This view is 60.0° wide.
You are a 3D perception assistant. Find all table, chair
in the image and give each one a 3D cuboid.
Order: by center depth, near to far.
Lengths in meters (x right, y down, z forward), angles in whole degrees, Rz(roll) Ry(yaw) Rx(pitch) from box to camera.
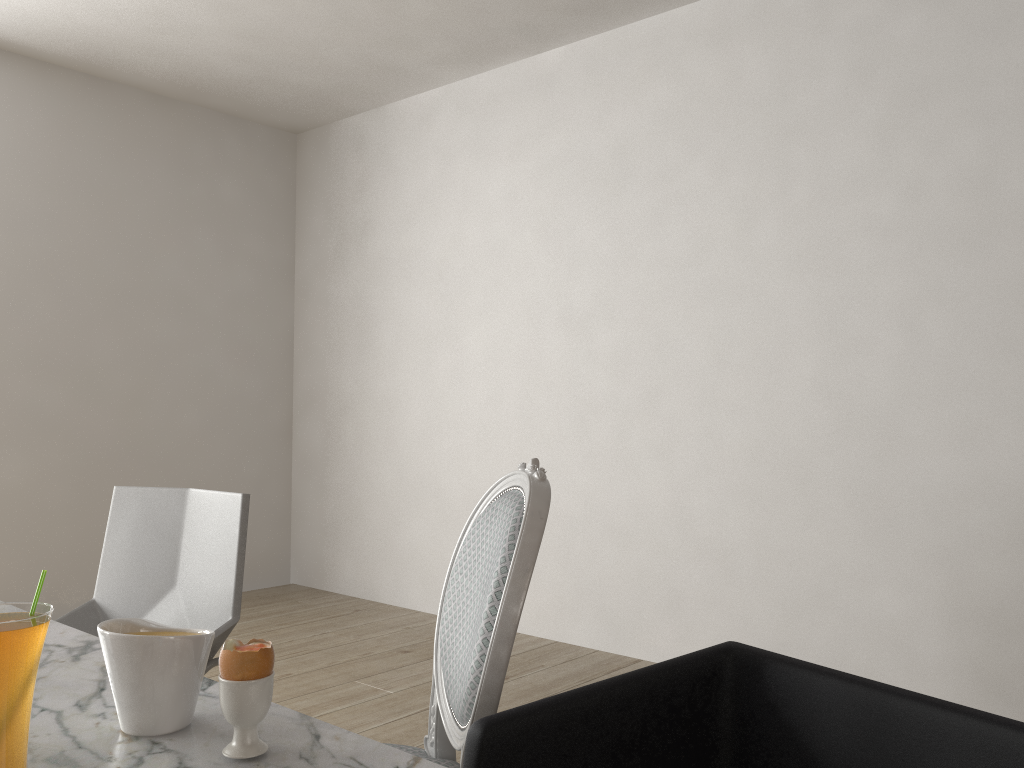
[{"bbox_3d":[-0.656,0.627,0.720,1.781,0.583,0.870,-1,-2,41],"label":"table"},{"bbox_3d":[0.295,0.636,0.870,0.609,0.597,0.569,2,-2,-34],"label":"chair"},{"bbox_3d":[-0.202,0.520,1.226,0.505,0.833,0.480,1,-2,-17],"label":"chair"},{"bbox_3d":[-0.751,0.579,1.625,0.470,0.745,0.439,-1,-2,26],"label":"chair"}]

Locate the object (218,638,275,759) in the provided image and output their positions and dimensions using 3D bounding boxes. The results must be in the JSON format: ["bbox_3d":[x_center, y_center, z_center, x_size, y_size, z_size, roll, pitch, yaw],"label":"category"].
[{"bbox_3d":[-0.245,0.287,0.818,0.050,0.101,0.050,-1,-2,37],"label":"object"}]

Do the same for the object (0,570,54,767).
[{"bbox_3d":[-0.382,0.240,0.660,0.071,0.188,0.071,1,-2,-29],"label":"object"}]

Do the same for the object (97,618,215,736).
[{"bbox_3d":[-0.372,0.291,0.917,0.110,0.105,0.170,1,-2,-29],"label":"object"}]
